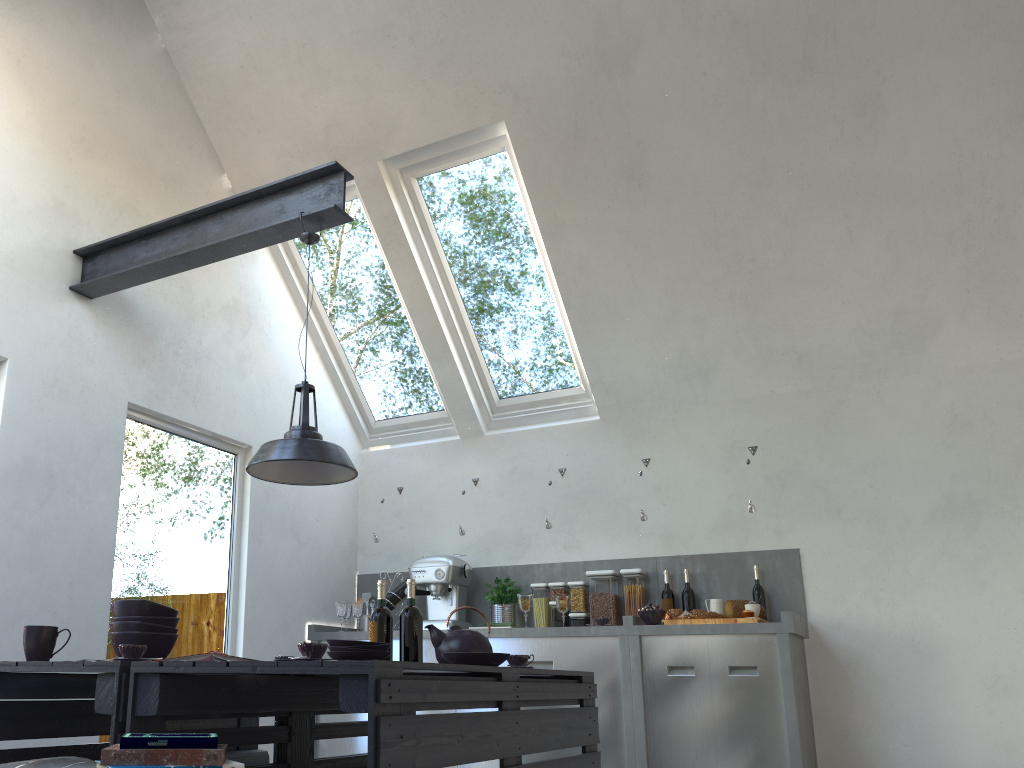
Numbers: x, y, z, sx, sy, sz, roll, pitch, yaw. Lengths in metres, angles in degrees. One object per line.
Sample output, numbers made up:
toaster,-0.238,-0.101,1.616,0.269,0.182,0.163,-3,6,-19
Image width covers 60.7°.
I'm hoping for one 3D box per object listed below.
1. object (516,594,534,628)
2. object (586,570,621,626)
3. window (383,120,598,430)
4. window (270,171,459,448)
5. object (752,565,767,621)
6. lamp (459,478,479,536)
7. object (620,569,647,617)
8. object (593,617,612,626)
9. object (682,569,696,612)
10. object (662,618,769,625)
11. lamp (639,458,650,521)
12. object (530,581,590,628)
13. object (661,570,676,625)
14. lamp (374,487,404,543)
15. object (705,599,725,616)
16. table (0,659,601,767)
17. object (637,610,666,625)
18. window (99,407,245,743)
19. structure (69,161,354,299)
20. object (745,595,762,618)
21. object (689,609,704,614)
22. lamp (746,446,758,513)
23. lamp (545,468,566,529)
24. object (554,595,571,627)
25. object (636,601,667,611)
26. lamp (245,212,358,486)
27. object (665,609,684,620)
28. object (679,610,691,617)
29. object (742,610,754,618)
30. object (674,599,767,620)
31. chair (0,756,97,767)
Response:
object,0.076,1.278,4.914,0.096,0.188,0.103,3,-16,-14
object,0.539,1.275,5.114,0.185,0.347,0.124,-8,-17,26
window,-0.072,-0.578,5.341,0.878,1.359,1.433,-8,-19,25
window,-0.979,-0.414,5.831,0.878,1.366,1.440,-8,-19,25
object,1.327,1.148,4.702,0.066,0.337,0.060,-9,-17,29
lamp,-0.274,0.781,5.613,0.061,0.426,0.335,-5,-17,13
object,0.707,1.247,5.027,0.135,0.347,0.124,-8,-17,25
object,0.489,1.287,4.715,0.124,0.055,0.111,-15,-24,40
object,0.986,1.206,4.883,0.076,0.337,0.069,-9,-17,29
object,1.046,1.229,4.485,0.497,0.027,0.298,-9,-21,27
lamp,0.774,0.602,5.055,0.061,0.426,0.335,-5,-17,13
object,0.290,1.338,5.223,0.360,0.288,0.102,-9,-17,27
object,0.882,1.224,4.939,0.076,0.337,0.071,-6,-16,19
lamp,-0.838,0.876,5.909,0.063,0.427,0.322,-8,-18,23
object,1.078,1.193,4.600,0.085,0.117,0.087,14,-21,-40
table,-0.718,1.335,2.870,1.692,0.779,1.459,-9,-20,26
object,0.733,1.228,4.571,0.143,0.077,0.154,5,-19,-14
window,-1.821,1.259,4.670,0.062,2.082,0.954,-8,-17,23
structure,-1.843,-0.588,4.181,2.667,0.204,0.131,-10,-18,28
object,1.211,1.125,4.401,0.071,0.118,0.077,5,-17,-18
object,0.988,1.234,4.650,0.115,0.075,0.126,7,-19,-19
lamp,1.304,0.511,4.767,0.063,0.427,0.322,-8,-18,23
lamp,0.257,0.690,5.325,0.063,0.427,0.322,-8,-18,23
object,0.290,1.292,4.948,0.102,0.188,0.097,-5,-16,14
object,0.732,1.180,4.584,0.164,0.093,0.141,-4,-18,12
lamp,-0.820,-0.174,3.490,0.456,1.073,0.416,-8,-17,26
object,0.870,1.230,4.643,0.115,0.075,0.126,7,-19,-19
object,0.913,1.232,4.629,0.192,0.058,0.210,17,-25,-40
object,1.175,1.146,4.349,0.061,0.045,0.059,-4,-18,11
object,1.061,1.165,4.506,0.454,0.109,0.129,1,-17,0
chair,-1.473,1.172,2.461,0.737,0.801,0.743,10,-20,-32
